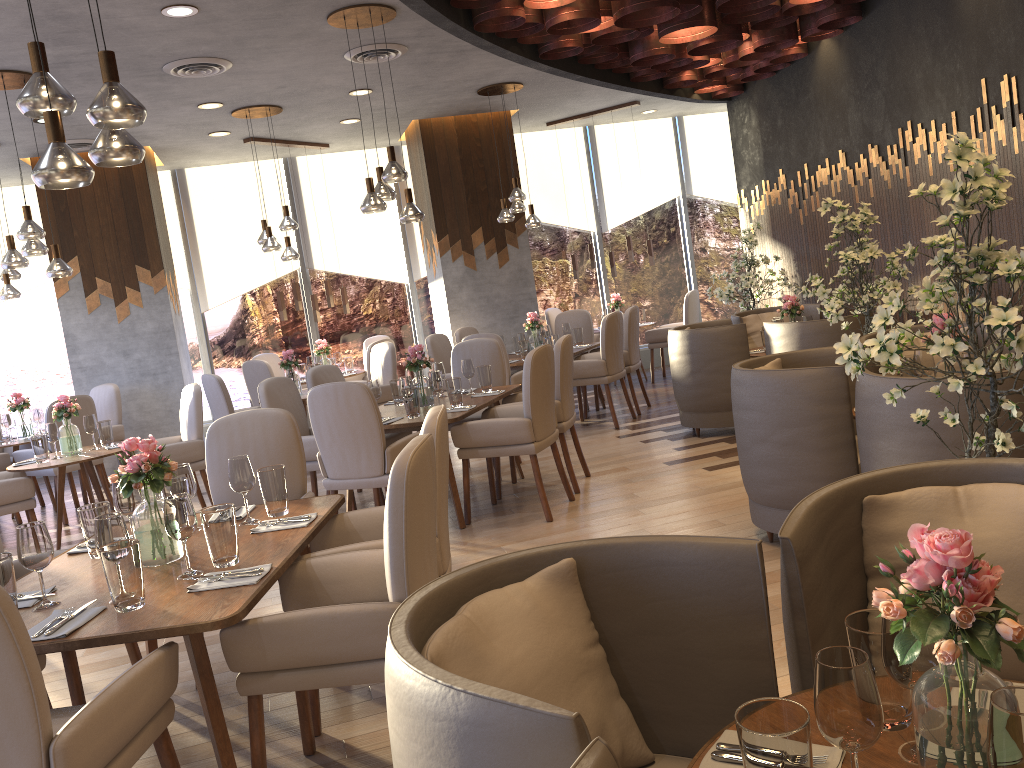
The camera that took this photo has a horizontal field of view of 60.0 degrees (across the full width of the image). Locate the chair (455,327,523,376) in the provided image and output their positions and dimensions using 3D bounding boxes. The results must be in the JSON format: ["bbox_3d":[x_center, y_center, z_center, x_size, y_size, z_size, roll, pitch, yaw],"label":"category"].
[{"bbox_3d":[-0.194,-0.115,9.064,0.599,0.997,0.530,-6,6,29],"label":"chair"}]

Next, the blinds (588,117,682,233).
[{"bbox_3d":[1.533,-3.352,11.449,1.175,2.674,0.007,-10,5,-14],"label":"blinds"}]

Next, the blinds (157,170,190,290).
[{"bbox_3d":[-4.448,-2.294,9.919,1.175,2.674,0.007,-10,5,-14],"label":"blinds"}]

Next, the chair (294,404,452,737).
[{"bbox_3d":[-0.455,0.611,3.123,0.600,0.997,0.529,-9,5,-2],"label":"chair"}]

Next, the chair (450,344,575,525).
[{"bbox_3d":[0.000,0.287,5.340,0.599,0.997,0.530,-6,6,22],"label":"chair"}]

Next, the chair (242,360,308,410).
[{"bbox_3d":[-2.356,0.203,9.078,0.527,0.997,0.602,-5,6,36],"label":"chair"}]

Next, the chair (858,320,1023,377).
[{"bbox_3d":[2.206,0.128,4.603,0.773,0.835,0.598,-7,6,16],"label":"chair"}]

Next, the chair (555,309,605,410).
[{"bbox_3d":[0.613,-0.256,9.257,0.527,0.997,0.602,-6,6,24],"label":"chair"}]

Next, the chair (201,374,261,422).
[{"bbox_3d":[-2.278,0.355,7.668,0.602,0.997,0.528,-12,7,-38],"label":"chair"}]

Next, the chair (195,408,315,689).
[{"bbox_3d":[-1.088,0.637,3.708,0.528,0.997,0.601,-8,5,0],"label":"chair"}]

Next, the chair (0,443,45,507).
[{"bbox_3d":[-4.670,0.672,7.979,0.599,0.997,0.530,-5,6,33],"label":"chair"}]

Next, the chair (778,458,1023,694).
[{"bbox_3d":[1.002,0.627,1.829,0.773,0.835,0.598,-6,6,26],"label":"chair"}]

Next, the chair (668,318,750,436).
[{"bbox_3d":[1.562,-0.052,6.979,0.595,0.835,0.777,-8,6,6],"label":"chair"}]

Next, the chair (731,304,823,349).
[{"bbox_3d":[2.246,-0.223,7.591,0.774,0.835,0.597,-9,5,-4],"label":"chair"}]

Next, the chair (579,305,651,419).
[{"bbox_3d":[0.966,-0.218,8.479,0.599,0.997,0.530,-6,6,22],"label":"chair"}]

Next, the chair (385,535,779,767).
[{"bbox_3d":[0.122,0.783,1.604,0.594,0.835,0.777,-5,7,36],"label":"chair"}]

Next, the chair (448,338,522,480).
[{"bbox_3d":[-0.284,0.181,6.624,0.527,0.997,0.602,-7,5,17],"label":"chair"}]

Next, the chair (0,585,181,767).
[{"bbox_3d":[-1.117,0.834,2.042,0.528,0.997,0.601,-8,5,5],"label":"chair"}]

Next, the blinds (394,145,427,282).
[{"bbox_3d":[-0.829,-2.660,10.857,1.175,2.674,0.007,-10,5,-14],"label":"blinds"}]

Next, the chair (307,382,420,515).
[{"bbox_3d":[-0.782,0.437,5.044,0.527,0.997,0.602,-6,6,22],"label":"chair"}]

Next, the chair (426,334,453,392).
[{"bbox_3d":[-0.443,-0.020,8.562,0.599,0.997,0.530,-6,6,24],"label":"chair"}]

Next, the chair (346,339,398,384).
[{"bbox_3d":[-1.489,0.052,9.279,0.599,0.997,0.530,-5,6,32],"label":"chair"}]

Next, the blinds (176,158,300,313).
[{"bbox_3d":[-3.212,-2.226,10.248,1.175,2.674,0.007,-10,5,-14],"label":"blinds"}]

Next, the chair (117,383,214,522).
[{"bbox_3d":[-2.472,0.535,6.357,0.601,0.997,0.528,-12,6,-33],"label":"chair"}]

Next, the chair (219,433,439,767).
[{"bbox_3d":[-0.456,0.677,2.555,0.599,0.997,0.530,-8,5,5],"label":"chair"}]

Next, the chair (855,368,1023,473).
[{"bbox_3d":[1.745,0.339,3.369,0.773,0.835,0.598,-6,6,21],"label":"chair"}]

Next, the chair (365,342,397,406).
[{"bbox_3d":[-1.361,0.140,8.353,0.602,0.997,0.528,-12,6,-37],"label":"chair"}]

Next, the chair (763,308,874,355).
[{"bbox_3d":[2.235,-0.063,6.215,0.774,0.835,0.597,-8,5,1],"label":"chair"}]

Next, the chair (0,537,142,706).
[{"bbox_3d":[-1.756,0.796,3.183,0.599,0.997,0.530,-8,5,5],"label":"chair"}]

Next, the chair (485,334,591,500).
[{"bbox_3d":[0.165,0.201,5.880,0.599,0.997,0.530,-7,5,15],"label":"chair"}]

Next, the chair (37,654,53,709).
[{"bbox_3d":[-1.778,0.865,2.620,0.600,0.997,0.530,-8,5,0],"label":"chair"}]

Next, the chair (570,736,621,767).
[{"bbox_3d":[0.333,0.856,0.697,0.773,0.835,0.598,-5,6,31],"label":"chair"}]

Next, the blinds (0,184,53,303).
[{"bbox_3d":[-5.642,-2.082,9.613,1.175,2.674,0.007,-10,5,-14],"label":"blinds"}]

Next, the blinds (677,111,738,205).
[{"bbox_3d":[2.726,-3.564,11.755,1.175,2.674,0.007,-10,5,-14],"label":"blinds"}]

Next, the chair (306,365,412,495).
[{"bbox_3d":[-1.067,0.332,6.319,0.599,0.997,0.530,-6,6,22],"label":"chair"}]

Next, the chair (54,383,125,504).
[{"bbox_3d":[-3.894,0.535,8.173,0.527,0.997,0.602,-5,6,30],"label":"chair"}]

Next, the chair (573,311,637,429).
[{"bbox_3d":[0.735,-0.125,7.964,0.599,0.997,0.530,-6,6,29],"label":"chair"}]

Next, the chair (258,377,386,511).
[{"bbox_3d":[-1.250,0.420,5.788,0.599,0.997,0.530,-7,5,17],"label":"chair"}]

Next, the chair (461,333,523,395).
[{"bbox_3d":[-0.080,0.018,7.771,0.527,0.997,0.602,-6,6,29],"label":"chair"}]

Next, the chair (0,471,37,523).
[{"bbox_3d":[-3.439,0.748,5.746,0.601,0.997,0.528,-12,6,-33],"label":"chair"}]

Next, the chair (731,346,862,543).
[{"bbox_3d":[1.381,0.293,4.227,0.594,0.835,0.777,-6,6,26],"label":"chair"}]

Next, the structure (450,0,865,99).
[{"bbox_3d":[0.856,-2.291,4.047,2.752,0.555,9.491,-7,7,16],"label":"structure"}]

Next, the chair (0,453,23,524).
[{"bbox_3d":[-4.472,0.735,7.180,0.527,0.997,0.602,-6,6,29],"label":"chair"}]

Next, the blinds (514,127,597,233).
[{"bbox_3d":[0.336,-3.163,11.142,1.175,2.674,0.007,-10,5,-14],"label":"blinds"}]

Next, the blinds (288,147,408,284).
[{"bbox_3d":[-2.018,-2.431,10.553,1.175,2.674,0.007,-10,5,-14],"label":"blinds"}]

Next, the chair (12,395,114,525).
[{"bbox_3d":[-3.714,0.606,7.327,0.599,0.997,0.530,-5,6,33],"label":"chair"}]
